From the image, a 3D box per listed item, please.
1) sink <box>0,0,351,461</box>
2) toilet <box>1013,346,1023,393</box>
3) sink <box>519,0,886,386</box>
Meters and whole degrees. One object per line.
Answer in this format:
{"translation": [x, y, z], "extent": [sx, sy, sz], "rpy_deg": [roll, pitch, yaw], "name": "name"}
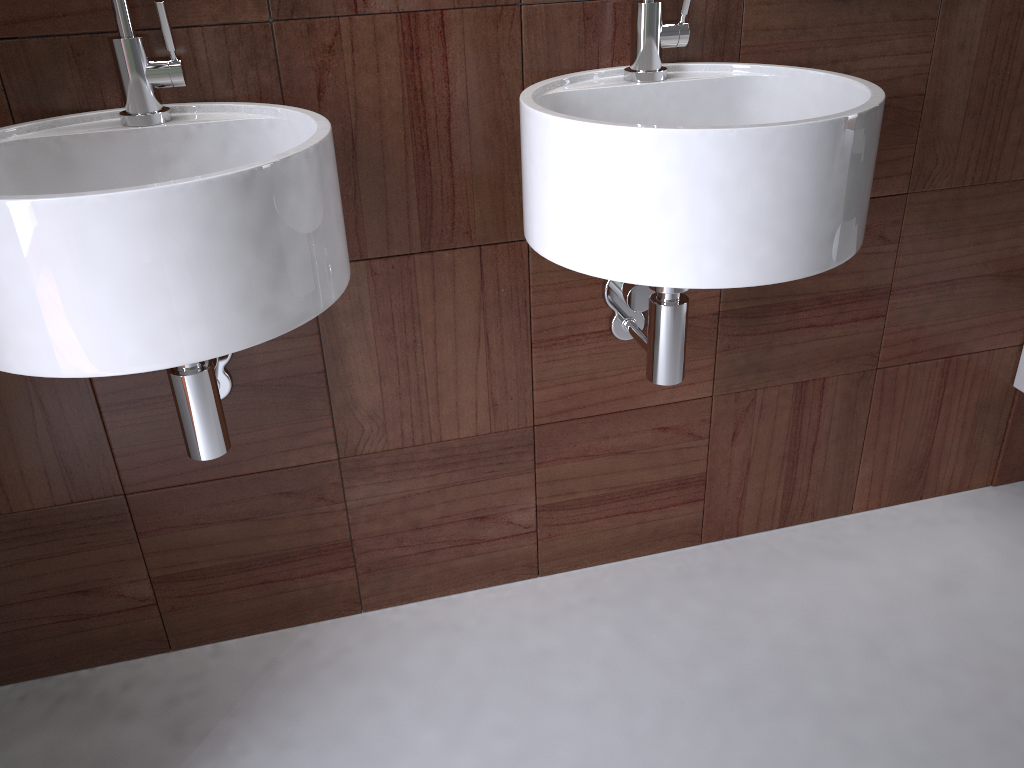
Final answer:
{"translation": [-0.394, -0.199, 0.940], "extent": [0.415, 0.715, 0.417], "rpy_deg": [-9, 29, -12], "name": "sink"}
{"translation": [1.167, 0.049, 1.442], "extent": [0.329, 0.284, 0.547], "rpy_deg": [-9, 29, -12], "name": "toilet"}
{"translation": [0.218, -0.294, 1.068], "extent": [0.415, 0.715, 0.417], "rpy_deg": [-9, 29, -12], "name": "sink"}
